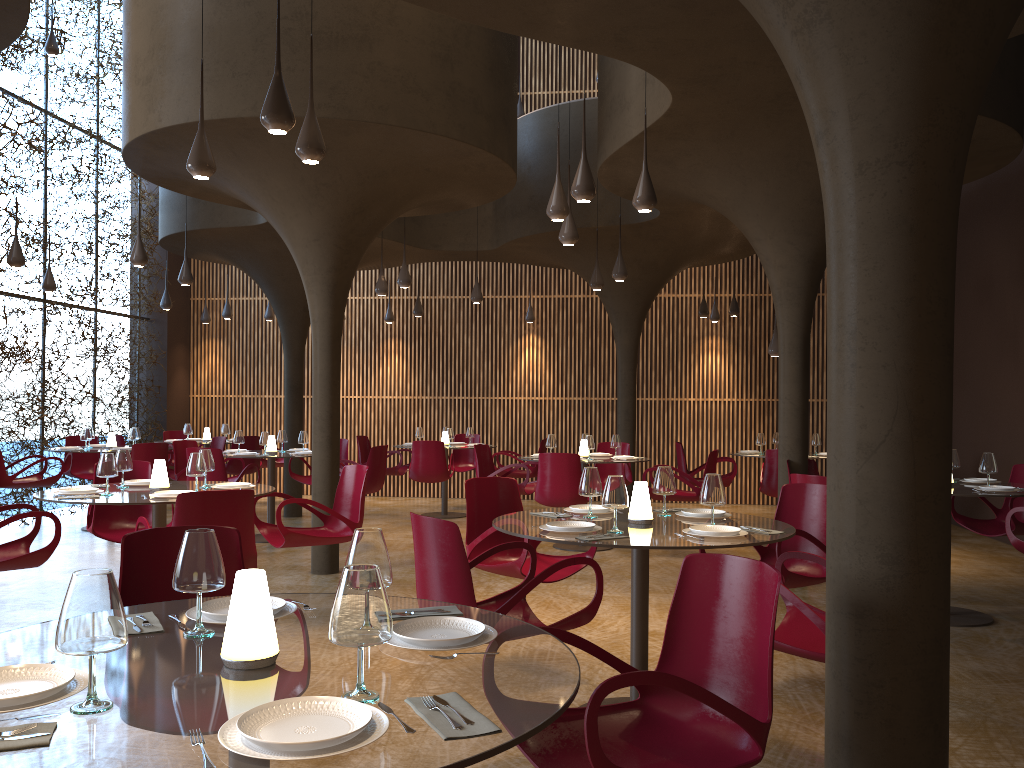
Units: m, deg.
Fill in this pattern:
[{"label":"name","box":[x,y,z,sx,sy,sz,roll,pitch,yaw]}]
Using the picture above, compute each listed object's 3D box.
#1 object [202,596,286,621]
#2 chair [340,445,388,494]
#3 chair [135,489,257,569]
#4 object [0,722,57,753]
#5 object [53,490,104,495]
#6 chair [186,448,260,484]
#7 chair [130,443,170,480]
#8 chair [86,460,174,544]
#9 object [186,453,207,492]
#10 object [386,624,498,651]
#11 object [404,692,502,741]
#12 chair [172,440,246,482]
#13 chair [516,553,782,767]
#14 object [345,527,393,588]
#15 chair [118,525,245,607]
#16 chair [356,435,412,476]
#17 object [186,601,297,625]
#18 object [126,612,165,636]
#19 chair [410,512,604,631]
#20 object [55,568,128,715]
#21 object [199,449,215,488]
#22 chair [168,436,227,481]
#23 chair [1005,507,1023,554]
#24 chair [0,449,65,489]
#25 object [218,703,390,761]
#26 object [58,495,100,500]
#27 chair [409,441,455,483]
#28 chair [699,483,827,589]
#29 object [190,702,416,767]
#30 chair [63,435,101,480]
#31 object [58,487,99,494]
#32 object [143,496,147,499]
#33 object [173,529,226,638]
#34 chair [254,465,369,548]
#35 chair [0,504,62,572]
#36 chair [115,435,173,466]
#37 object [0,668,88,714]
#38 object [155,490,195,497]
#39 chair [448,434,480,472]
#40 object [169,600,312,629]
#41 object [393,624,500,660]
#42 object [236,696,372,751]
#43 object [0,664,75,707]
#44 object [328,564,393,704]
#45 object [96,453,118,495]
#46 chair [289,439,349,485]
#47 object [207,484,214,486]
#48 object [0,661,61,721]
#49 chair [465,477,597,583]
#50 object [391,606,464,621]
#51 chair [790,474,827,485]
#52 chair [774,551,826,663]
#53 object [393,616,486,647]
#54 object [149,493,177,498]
[{"label":"object","box":[-0.836,0.698,2.751,0.263,0.029,0.263,1,-1,-22]},{"label":"chair","box":[-2.009,1.089,11.292,0.872,0.636,0.625,0,-1,17]},{"label":"chair","box":[-1.970,0.952,5.595,0.625,0.636,0.872,1,-1,-35]},{"label":"object","box":[-1.021,0.688,1.697,0.262,0.017,0.126,1,-1,-23]},{"label":"object","box":[-3.097,0.775,6.336,0.332,0.014,0.332,1,-2,-30]},{"label":"chair","box":[-3.490,1.060,10.586,0.625,0.636,0.873,0,-1,12]},{"label":"chair","box":[-4.866,1.073,11.612,0.625,0.636,0.872,1,-1,-43]},{"label":"chair","box":[-3.232,0.987,7.465,0.625,0.636,0.872,1,-1,-30]},{"label":"object","box":[-2.285,0.647,6.419,0.142,0.295,0.142,1,0,-37]},{"label":"object","box":[-0.206,0.707,2.488,0.332,0.014,0.332,-1,-2,39]},{"label":"object","box":[-0.129,0.700,1.873,0.126,0.017,0.262,1,-2,-25]},{"label":"chair","box":[-4.153,1.088,11.994,0.872,0.636,0.625,0,-1,22]},{"label":"chair","box":[0.429,0.905,2.822,0.873,0.636,0.625,1,-1,-30]},{"label":"object","box":[-0.419,0.570,2.579,0.142,0.295,0.142,0,0,-9]},{"label":"chair","box":[-1.180,0.904,3.332,0.625,0.636,0.872,1,-1,-30]},{"label":"chair","box":[-2.092,1.162,14.374,0.872,0.636,0.625,0,-1,12]},{"label":"object","box":[-0.836,0.708,2.751,0.332,0.014,0.332,0,-2,26]},{"label":"object","box":[-1.110,0.710,2.622,0.126,0.017,0.262,1,-2,-29]},{"label":"chair","box":[-0.076,0.938,4.376,0.873,0.636,0.625,1,-1,-33]},{"label":"object","box":[-0.901,0.550,1.904,0.142,0.295,0.142,0,0,21]},{"label":"object","box":[-2.382,0.657,6.883,0.142,0.295,0.142,0,0,21]},{"label":"chair","box":[-4.731,1.114,13.295,0.873,0.636,0.625,1,-1,-43]},{"label":"chair","box":[4.251,1.026,6.558,0.625,0.636,0.872,1,-1,-31]},{"label":"chair","box":[-6.501,1.063,11.741,0.625,0.636,0.873,0,-1,42]},{"label":"object","box":[-0.411,0.687,1.764,0.332,0.014,0.332,0,-1,14]},{"label":"object","box":[-2.963,0.777,6.065,0.262,0.017,0.126,1,-2,-30]},{"label":"chair","box":[-1.194,1.139,13.102,0.625,0.636,0.873,0,-1,2]},{"label":"chair","box":[1.729,0.986,5.729,0.873,0.636,0.625,1,-1,-38]},{"label":"object","box":[-0.415,0.689,1.761,0.411,0.012,0.204,1,-2,-29]},{"label":"chair","box":[-6.372,1.101,13.293,0.625,0.636,0.872,1,-1,-38]},{"label":"object","box":[-3.097,0.766,6.336,0.263,0.029,0.263,1,-1,-20]},{"label":"object","box":[-2.362,0.779,6.195,0.411,0.012,0.204,1,-2,-29]},{"label":"object","box":[-0.890,0.565,2.524,0.142,0.295,0.142,0,0,15]},{"label":"chair","box":[-1.607,0.995,7.244,0.873,0.636,0.625,1,-1,-35]},{"label":"chair","box":[-3.572,0.947,5.945,0.873,0.636,0.625,1,-1,-40]},{"label":"chair","box":[-6.053,1.129,14.360,0.625,0.636,0.873,0,-1,42]},{"label":"object","box":[-1.122,0.687,1.982,0.332,0.014,0.332,1,-1,-10]},{"label":"object","box":[-2.358,0.768,6.198,0.263,0.029,0.263,1,-2,-27]},{"label":"chair","box":[-0.838,1.197,15.430,0.625,0.636,0.873,0,-1,7]},{"label":"object","box":[-0.833,0.709,2.754,0.411,0.012,0.204,1,-2,-33]},{"label":"object","box":[-0.204,0.708,2.484,0.204,0.012,0.411,1,-1,-23]},{"label":"object","box":[-0.411,0.678,1.764,0.263,0.029,0.263,1,-1,-2]},{"label":"object","box":[-1.122,0.677,1.982,0.263,0.029,0.263,0,-2,35]},{"label":"object","box":[-0.339,0.557,1.986,0.142,0.295,0.142,0,0,-3]},{"label":"object","box":[-2.869,0.639,6.285,0.142,0.295,0.142,0,0,3]},{"label":"chair","box":[-2.734,1.119,12.816,0.625,0.636,0.873,0,-1,17]},{"label":"object","box":[-2.307,0.808,7.110,0.262,0.017,0.126,1,-2,-34]},{"label":"object","box":[-1.125,0.688,1.986,0.204,0.012,0.411,1,-2,-27]},{"label":"chair","box":[0.064,0.979,6.010,0.625,0.636,0.872,1,-1,-38]},{"label":"object","box":[-0.288,0.720,2.779,0.262,0.017,0.126,1,-1,-19]},{"label":"chair","box":[2.635,1.025,7.047,0.873,0.636,0.625,1,-1,-31]},{"label":"chair","box":[1.458,0.944,4.112,0.625,0.636,0.872,1,-1,-43]},{"label":"object","box":[-0.206,0.697,2.488,0.263,0.029,0.263,0,-1,0]},{"label":"object","box":[-2.358,0.778,6.198,0.332,0.014,0.332,0,-2,27]}]
